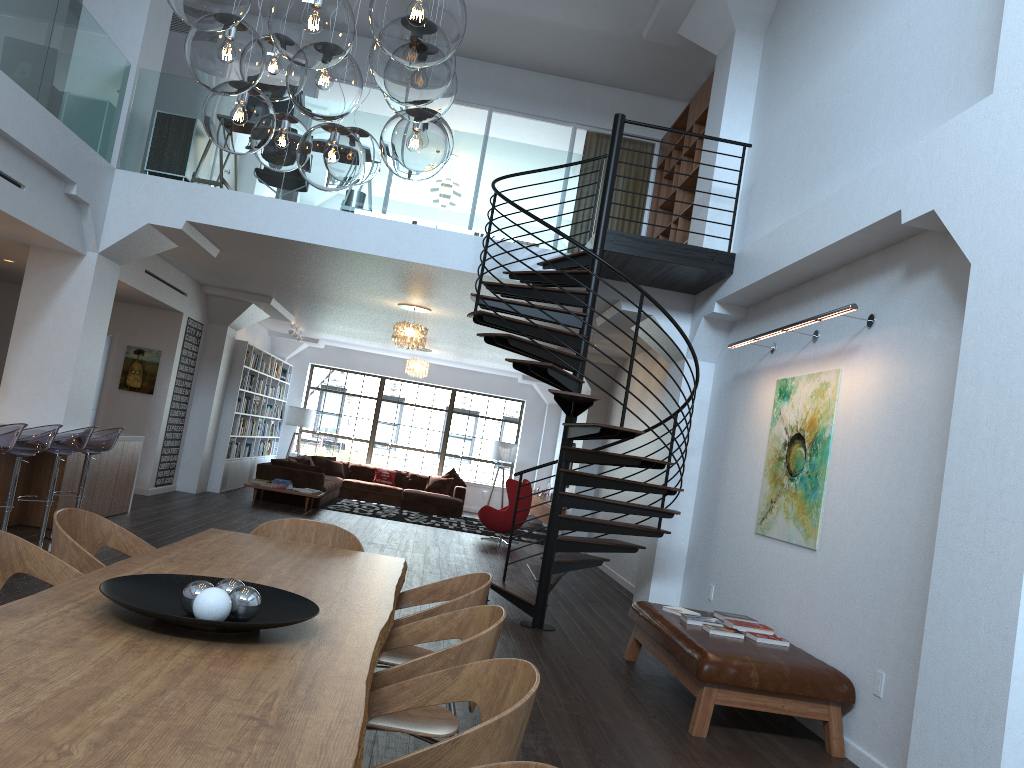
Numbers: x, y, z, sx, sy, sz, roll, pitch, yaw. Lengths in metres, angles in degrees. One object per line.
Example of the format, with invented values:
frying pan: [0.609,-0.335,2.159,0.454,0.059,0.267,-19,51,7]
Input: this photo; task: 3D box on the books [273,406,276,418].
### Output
books: [-4.737,0.527,17.357,0.174,0.240,0.054,10,-5,-4]

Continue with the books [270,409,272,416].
books: [-4.696,0.549,17.082,0.107,0.167,0.017,10,-5,-4]

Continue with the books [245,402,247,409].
books: [-4.519,0.361,14.771,0.167,0.230,0.037,10,-5,-4]

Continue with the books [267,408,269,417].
books: [-4.682,0.515,16.789,0.139,0.191,0.036,10,-5,-4]

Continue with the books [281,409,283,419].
books: [-4.819,0.599,18.267,0.182,0.215,0.188,10,-5,-4]

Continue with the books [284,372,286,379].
books: [-4.663,-0.190,17.874,0.183,0.253,0.042,10,-5,-4]

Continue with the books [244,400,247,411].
books: [-4.504,0.363,14.713,0.161,0.223,0.027,10,-5,-4]

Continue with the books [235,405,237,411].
books: [-4.444,0.347,14.090,0.128,0.178,0.022,10,-5,-4]

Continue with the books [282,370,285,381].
books: [-4.651,-0.198,17.743,0.183,0.253,0.042,10,-5,-4]

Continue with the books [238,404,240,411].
books: [-4.451,0.367,14.288,0.107,0.167,0.017,10,-5,-4]

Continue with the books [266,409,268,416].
books: [-4.662,0.526,16.691,0.106,0.162,0.030,10,-5,-4]

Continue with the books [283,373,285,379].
books: [-4.661,-0.197,17.786,0.183,0.253,0.042,10,-5,-4]

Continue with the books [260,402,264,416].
books: [-4.628,0.441,16.126,0.174,0.251,0.051,10,-5,-4]

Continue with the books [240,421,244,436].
books: [-4.584,0.726,14.832,0.171,0.246,0.057,10,-5,-4]

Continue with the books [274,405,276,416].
books: [-4.756,0.526,17.469,0.183,0.253,0.042,10,-5,-4]

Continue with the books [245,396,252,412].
books: [-4.538,0.353,15.079,0.176,0.294,0.102,10,-5,-4]

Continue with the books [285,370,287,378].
books: [-4.670,-0.184,17.961,0.183,0.253,0.042,10,-5,-4]

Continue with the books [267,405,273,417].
books: [-4.710,0.516,17.117,0.140,0.231,0.042,10,-5,-4]

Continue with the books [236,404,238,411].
books: [-4.451,0.356,14.182,0.109,0.171,0.018,10,-5,-4]

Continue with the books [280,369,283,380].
books: [-4.614,-0.200,17.452,0.161,0.223,0.032,10,-5,-4]

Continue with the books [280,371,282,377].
books: [-4.620,-0.204,17.420,0.161,0.223,0.033,10,-5,-4]

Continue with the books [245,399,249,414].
books: [-4.515,0.357,14.843,0.182,0.253,0.034,10,-5,-4]

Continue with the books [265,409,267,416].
books: [-4.661,0.526,16.629,0.110,0.153,0.018,10,-5,-4]

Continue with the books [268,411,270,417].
books: [-4.701,0.527,16.930,0.134,0.184,0.030,10,-5,-4]

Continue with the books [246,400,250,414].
books: [-4.524,0.370,14.942,0.174,0.239,0.045,10,-5,-4]

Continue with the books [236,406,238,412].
books: [-4.448,0.368,14.199,0.110,0.153,0.019,10,-5,-4]

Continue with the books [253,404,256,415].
books: [-4.583,0.428,15.580,0.161,0.207,0.135,10,-5,-5]

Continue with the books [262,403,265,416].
books: [-4.650,0.454,16.298,0.171,0.246,0.036,10,-5,-4]

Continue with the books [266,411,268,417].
books: [-4.664,0.525,16.715,0.107,0.167,0.016,10,-5,-4]

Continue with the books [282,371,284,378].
books: [-4.650,-0.205,17.656,0.183,0.253,0.042,10,-5,-4]

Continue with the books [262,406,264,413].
books: [-4.648,0.447,16.230,0.183,0.253,0.039,10,-5,-4]

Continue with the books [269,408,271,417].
books: [-4.698,0.545,17.030,0.120,0.167,0.020,10,-5,-4]

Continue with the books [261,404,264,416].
books: [-4.633,0.461,16.196,0.161,0.223,0.030,10,-5,-4]

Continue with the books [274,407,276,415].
books: [-4.741,0.541,17.432,0.161,0.223,0.032,10,-5,-4]

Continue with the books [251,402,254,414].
books: [-4.560,0.401,15.306,0.161,0.223,0.032,10,-5,-4]

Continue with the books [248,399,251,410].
books: [-4.532,0.365,14.982,0.182,0.253,0.034,10,-5,-4]

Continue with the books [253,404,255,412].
books: [-4.565,0.409,15.424,0.161,0.223,0.032,10,-5,-4]

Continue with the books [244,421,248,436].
books: [-4.604,0.739,15.083,0.183,0.253,0.034,10,-5,-4]

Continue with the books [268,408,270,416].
books: [-4.689,0.529,16.883,0.128,0.178,0.022,10,-5,-4]

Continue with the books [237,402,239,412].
books: [-4.453,0.363,14.237,0.120,0.167,0.020,10,-5,-4]

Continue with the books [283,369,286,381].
books: [-4.659,-0.193,17.830,0.183,0.253,0.042,10,-5,-4]

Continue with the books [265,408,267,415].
books: [-4.664,0.514,16.612,0.109,0.171,0.017,10,-5,-4]

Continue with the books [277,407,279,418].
books: [-4.783,0.557,17.796,0.174,0.236,0.142,10,-5,-5]

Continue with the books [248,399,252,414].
books: [-4.525,0.369,15.016,0.182,0.253,0.034,10,-5,-4]

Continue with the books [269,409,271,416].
books: [-4.693,0.549,16.992,0.110,0.153,0.019,10,-5,-4]

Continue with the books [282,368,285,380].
books: [-4.652,-0.202,17.700,0.183,0.253,0.042,10,-5,-4]

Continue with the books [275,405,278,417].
books: [-4.771,0.532,17.621,0.180,0.259,0.042,10,-5,-4]

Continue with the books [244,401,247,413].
books: [-4.509,0.365,14.739,0.161,0.223,0.026,10,-5,-4]

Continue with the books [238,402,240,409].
books: [-4.449,0.368,14.264,0.106,0.162,0.032,10,-5,-4]

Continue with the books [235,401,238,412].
books: [-4.447,0.348,14.111,0.128,0.178,0.021,10,-5,-4]

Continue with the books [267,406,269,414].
books: [-4.682,0.505,16.749,0.140,0.206,0.042,10,-5,-4]

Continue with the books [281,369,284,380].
books: [-4.644,-0.208,17.613,0.183,0.253,0.042,10,-5,-4]

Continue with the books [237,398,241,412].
books: [-4.465,0.335,14.324,0.140,0.231,0.042,10,-5,-4]

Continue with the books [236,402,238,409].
books: [-4.456,0.346,14.137,0.134,0.184,0.030,10,-5,-4]

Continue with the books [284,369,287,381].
books: [-4.669,-0.188,17.917,0.183,0.253,0.042,10,-5,-4]

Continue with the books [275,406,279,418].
books: [-4.773,0.542,17.707,0.183,0.253,0.042,10,-5,-4]

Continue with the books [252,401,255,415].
books: [-4.561,0.395,15.349,0.174,0.240,0.054,10,-5,-4]

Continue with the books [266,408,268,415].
books: [-4.666,0.521,16.665,0.120,0.167,0.019,10,-5,-4]

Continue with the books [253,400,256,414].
books: [-4.580,0.394,15.461,0.183,0.253,0.042,10,-5,-4]

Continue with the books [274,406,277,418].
books: [-4.760,0.535,17.542,0.171,0.246,0.039,10,-5,-4]
